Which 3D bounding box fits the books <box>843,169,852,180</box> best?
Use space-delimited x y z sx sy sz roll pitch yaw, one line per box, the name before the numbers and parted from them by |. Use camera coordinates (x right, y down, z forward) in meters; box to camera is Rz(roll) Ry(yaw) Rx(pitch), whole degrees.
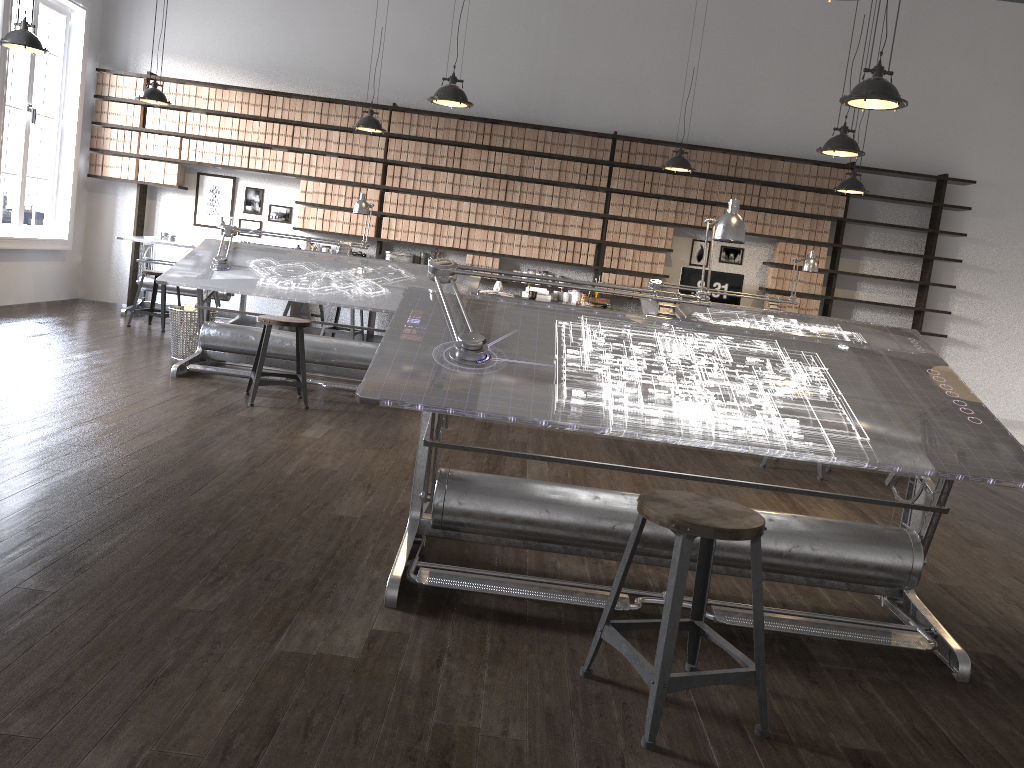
books | 3.466 -2.119 9.250 0.067 0.224 0.175 7 7 0

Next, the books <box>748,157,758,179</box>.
books | 2.501 -2.244 9.258 0.067 0.224 0.175 7 7 0

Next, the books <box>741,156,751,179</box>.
books | 2.431 -2.253 9.254 0.067 0.224 0.175 7 7 0

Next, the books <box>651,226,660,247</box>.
books | 1.505 -1.551 9.340 0.067 0.224 0.175 7 7 0

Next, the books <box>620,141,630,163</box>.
books | 1.180 -2.415 9.260 0.067 0.224 0.175 7 7 0

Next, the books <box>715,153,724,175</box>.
books | 2.148 -2.290 9.258 0.067 0.224 0.175 7 7 0

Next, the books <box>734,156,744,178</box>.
books | 2.361 -2.262 9.259 0.067 0.224 0.175 7 7 0

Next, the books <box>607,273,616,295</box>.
books | 1.048 -1.058 9.387 0.067 0.224 0.175 7 7 0

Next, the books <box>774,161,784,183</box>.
books | 2.767 -2.209 9.254 0.067 0.224 0.175 7 7 0

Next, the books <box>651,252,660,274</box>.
books | 1.503 -1.276 9.364 0.067 0.224 0.175 7 7 0

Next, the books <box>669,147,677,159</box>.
books | 1.661 -2.353 9.259 0.067 0.224 0.175 7 7 0

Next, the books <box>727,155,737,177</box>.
books | 2.286 -2.271 9.254 0.067 0.224 0.175 7 7 0

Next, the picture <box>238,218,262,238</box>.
picture | -2.830 -1.684 9.567 0.251 0.182 0.023 7 5 0

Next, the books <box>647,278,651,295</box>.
books | 1.466 -1.004 9.387 0.067 0.224 0.175 7 7 0

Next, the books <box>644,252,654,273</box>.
books | 1.436 -1.284 9.360 0.067 0.224 0.175 7 7 0

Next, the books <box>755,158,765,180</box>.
books | 2.572 -2.235 9.258 0.067 0.224 0.175 7 7 0

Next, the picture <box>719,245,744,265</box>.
picture | 2.354 -1.381 9.506 0.251 0.182 0.023 7 5 0

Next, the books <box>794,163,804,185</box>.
books | 2.978 -2.182 9.257 0.067 0.224 0.175 7 7 0

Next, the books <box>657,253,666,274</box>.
books | 1.565 -1.268 9.362 0.067 0.224 0.175 7 7 0

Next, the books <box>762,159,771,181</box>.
books | 2.638 -2.225 9.251 0.067 0.224 0.175 7 7 0

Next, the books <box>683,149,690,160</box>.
books | 1.803 -2.335 9.261 0.067 0.224 0.175 7 7 0

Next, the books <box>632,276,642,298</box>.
books | 1.321 -1.022 9.387 0.067 0.224 0.175 7 7 0

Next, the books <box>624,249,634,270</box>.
books | 1.229 -1.311 9.363 0.067 0.224 0.175 7 7 0

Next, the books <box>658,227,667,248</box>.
books | 1.575 -1.541 9.335 0.067 0.224 0.175 7 7 0

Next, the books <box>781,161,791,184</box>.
books | 2.839 -2.200 9.251 0.067 0.224 0.175 7 7 0

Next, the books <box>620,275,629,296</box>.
books | 1.183 -1.041 9.391 0.067 0.224 0.175 7 7 0

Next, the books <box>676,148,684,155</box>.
books | 1.733 -2.343 9.257 0.067 0.224 0.175 7 7 0

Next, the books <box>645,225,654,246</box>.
books | 1.435 -1.560 9.340 0.067 0.224 0.175 7 7 0

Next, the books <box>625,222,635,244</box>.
books | 1.239 -1.585 9.338 0.067 0.224 0.175 7 7 0

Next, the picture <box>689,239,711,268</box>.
picture | 2.019 -1.404 9.511 0.201 0.283 0.022 7 5 0

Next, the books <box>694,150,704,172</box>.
books | 1.941 -2.316 9.258 0.067 0.224 0.175 7 7 0

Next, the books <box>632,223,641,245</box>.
books | 1.302 -1.577 9.340 0.067 0.224 0.175 7 7 0

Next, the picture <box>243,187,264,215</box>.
picture | -2.782 -1.971 9.541 0.201 0.283 0.022 7 5 0

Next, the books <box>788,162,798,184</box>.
books | 2.909 -2.191 9.255 0.067 0.224 0.175 7 7 0

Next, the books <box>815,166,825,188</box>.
books | 3.190 -2.154 9.248 0.067 0.224 0.175 7 7 0

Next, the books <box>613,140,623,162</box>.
books | 1.107 -2.425 9.265 0.067 0.224 0.175 7 7 0

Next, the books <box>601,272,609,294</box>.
books | 0.977 -1.067 9.391 0.067 0.224 0.175 7 7 0

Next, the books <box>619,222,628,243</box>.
books | 1.167 -1.594 9.337 0.067 0.224 0.175 7 7 0

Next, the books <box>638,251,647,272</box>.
books | 1.369 -1.294 9.366 0.067 0.224 0.175 7 7 0

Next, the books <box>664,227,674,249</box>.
books | 1.646 -1.533 9.340 0.067 0.224 0.175 7 7 0

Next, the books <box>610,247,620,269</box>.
books | 1.084 -1.330 9.363 0.067 0.224 0.175 7 7 0

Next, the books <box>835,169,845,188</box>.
books | 3.397 -2.128 9.254 0.067 0.224 0.175 7 7 0

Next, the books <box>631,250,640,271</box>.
books | 1.299 -1.303 9.367 0.067 0.224 0.175 7 7 0

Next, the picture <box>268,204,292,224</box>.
picture | -2.499 -1.833 9.547 0.251 0.182 0.023 7 5 0

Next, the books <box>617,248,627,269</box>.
books | 1.158 -1.321 9.368 0.067 0.224 0.175 7 7 0

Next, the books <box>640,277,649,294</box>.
books | 1.396 -1.013 9.392 0.067 0.224 0.175 7 7 0

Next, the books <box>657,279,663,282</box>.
books | 1.536 -0.995 9.391 0.067 0.224 0.175 7 7 0

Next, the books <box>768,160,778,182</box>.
books | 2.705 -2.218 9.256 0.067 0.224 0.175 7 7 0

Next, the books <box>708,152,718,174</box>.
books | 2.085 -2.297 9.254 0.067 0.224 0.175 7 7 0

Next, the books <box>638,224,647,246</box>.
books | 1.368 -1.568 9.335 0.067 0.224 0.175 7 7 0

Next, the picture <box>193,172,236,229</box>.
picture | -3.204 -1.967 9.538 0.415 0.572 0.040 7 5 0

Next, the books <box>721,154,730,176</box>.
books | 2.213 -2.282 9.260 0.067 0.224 0.175 7 7 0

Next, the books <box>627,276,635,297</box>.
books | 1.248 -1.033 9.393 0.067 0.224 0.175 7 7 0

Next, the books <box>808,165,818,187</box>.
books | 3.119 -2.163 9.249 0.067 0.224 0.175 7 7 0

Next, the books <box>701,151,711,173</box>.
books | 2.013 -2.306 9.254 0.067 0.224 0.175 7 7 0

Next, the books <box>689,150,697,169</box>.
books | 1.872 -2.326 9.262 0.067 0.224 0.175 7 7 0
